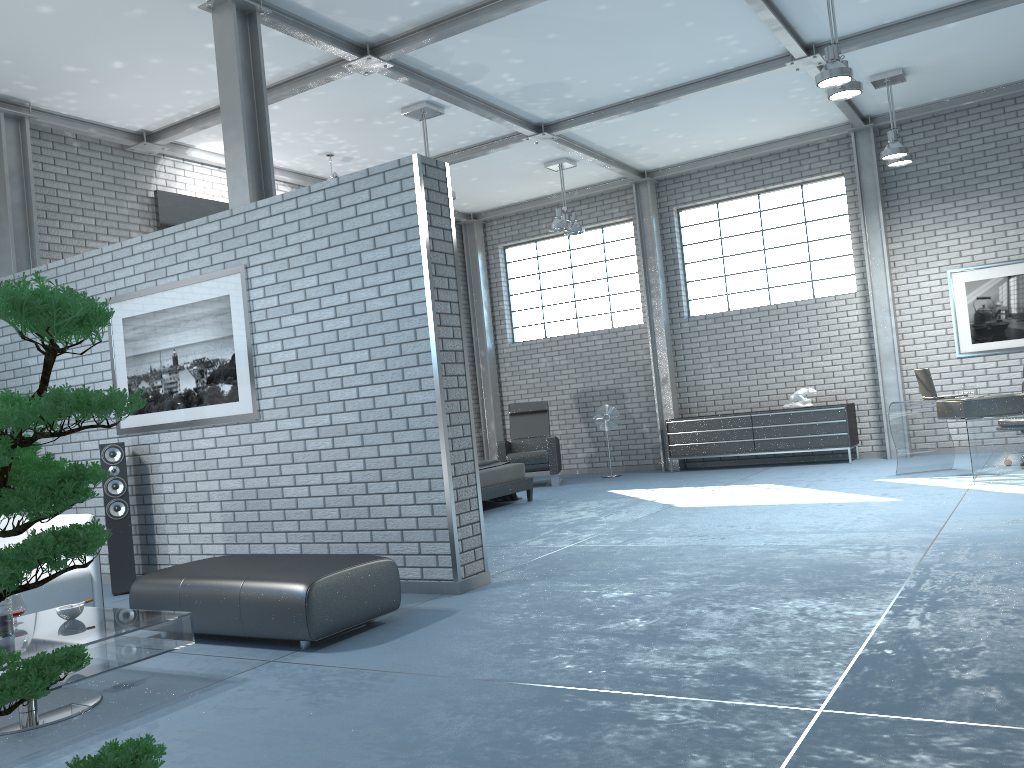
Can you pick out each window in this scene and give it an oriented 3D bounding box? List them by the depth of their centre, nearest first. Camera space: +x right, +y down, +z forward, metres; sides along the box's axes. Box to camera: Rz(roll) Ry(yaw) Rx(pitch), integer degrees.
[{"bbox_3d":[3.273,-1.740,11.486,2.200,1.500,0.100,-7,-2,32],"label":"window"},{"bbox_3d":[0.902,-1.459,12.950,2.200,1.500,0.100,-7,-2,32],"label":"window"}]

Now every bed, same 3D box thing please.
[{"bbox_3d":[-1.191,1.079,9.484,2.261,0.674,2.290,-7,-2,32],"label":"bed"}]

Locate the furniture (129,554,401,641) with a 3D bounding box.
[{"bbox_3d":[-1.276,1.060,4.550,1.291,0.301,0.685,-7,-2,32],"label":"furniture"}]

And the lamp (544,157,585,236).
[{"bbox_3d":[0.641,-2.314,10.972,0.300,0.872,0.639,-7,-2,32],"label":"lamp"}]

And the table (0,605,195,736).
[{"bbox_3d":[-1.915,1.142,3.489,0.900,0.300,0.900,-7,-2,32],"label":"table"}]

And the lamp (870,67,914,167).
[{"bbox_3d":[3.858,-2.695,8.985,0.300,0.872,0.639,-7,-2,32],"label":"lamp"}]

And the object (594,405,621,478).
[{"bbox_3d":[1.272,0.753,11.771,0.342,0.954,0.258,-6,-2,-3],"label":"object"}]

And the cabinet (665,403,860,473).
[{"bbox_3d":[3.096,0.688,11.095,2.250,0.682,0.510,-7,-2,32],"label":"cabinet"}]

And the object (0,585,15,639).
[{"bbox_3d":[-2.032,0.845,3.522,0.079,0.316,0.079,-5,-2,-26],"label":"object"}]

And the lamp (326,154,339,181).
[{"bbox_3d":[-2.009,-2.358,9.801,0.167,0.332,0.137,-6,-2,22],"label":"lamp"}]

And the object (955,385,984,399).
[{"bbox_3d":[3.892,0.069,7.556,0.100,0.102,0.200,-4,-2,-34],"label":"object"}]

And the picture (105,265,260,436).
[{"bbox_3d":[-2.317,-0.198,6.150,1.490,1.015,0.020,-7,-2,32],"label":"picture"}]

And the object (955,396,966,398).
[{"bbox_3d":[3.941,0.118,7.793,0.107,0.010,0.044,-5,-2,-26],"label":"object"}]

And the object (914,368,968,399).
[{"bbox_3d":[3.942,-0.011,8.158,0.320,0.288,0.380,-6,-2,7],"label":"object"}]

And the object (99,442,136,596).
[{"bbox_3d":[-2.756,0.936,6.211,0.159,1.045,0.254,-5,-2,-23],"label":"object"}]

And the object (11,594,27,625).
[{"bbox_3d":[-2.117,0.960,3.774,0.089,0.120,0.089,-6,-2,-3],"label":"object"}]

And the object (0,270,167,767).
[{"bbox_3d":[-0.872,0.442,1.455,0.586,1.362,1.032,-5,-2,-9],"label":"object"}]

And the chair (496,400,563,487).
[{"bbox_3d":[0.229,0.780,11.628,0.763,1.099,0.940,-6,-2,7],"label":"chair"}]

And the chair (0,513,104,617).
[{"bbox_3d":[-2.835,1.047,4.793,0.919,0.661,0.767,-7,-2,34],"label":"chair"}]

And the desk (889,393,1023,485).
[{"bbox_3d":[4.055,0.480,8.053,0.593,0.718,1.358,-6,-2,-3],"label":"desk"}]

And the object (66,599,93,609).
[{"bbox_3d":[-1.845,0.955,3.779,0.024,0.052,0.128,-7,-2,25],"label":"object"}]

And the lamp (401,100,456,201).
[{"bbox_3d":[-0.823,-2.242,8.586,0.300,0.872,0.639,-7,-2,32],"label":"lamp"}]

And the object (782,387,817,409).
[{"bbox_3d":[3.511,0.174,10.823,0.151,0.244,0.496,-5,-2,-34],"label":"object"}]

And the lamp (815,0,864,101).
[{"bbox_3d":[2.394,-2.623,6.600,0.300,0.872,0.639,-7,-2,32],"label":"lamp"}]

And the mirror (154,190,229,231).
[{"bbox_3d":[-2.444,-0.208,10.112,0.050,3.500,3.400,-7,-2,32],"label":"mirror"}]

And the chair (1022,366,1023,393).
[{"bbox_3d":[4.906,0.273,8.313,0.629,0.977,0.614,-5,-2,-29],"label":"chair"}]

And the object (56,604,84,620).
[{"bbox_3d":[-1.862,0.966,3.740,0.108,0.056,0.108,-7,-2,28],"label":"object"}]

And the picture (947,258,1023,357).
[{"bbox_3d":[5.677,-0.880,9.789,1.490,1.015,0.020,-7,-2,32],"label":"picture"}]
